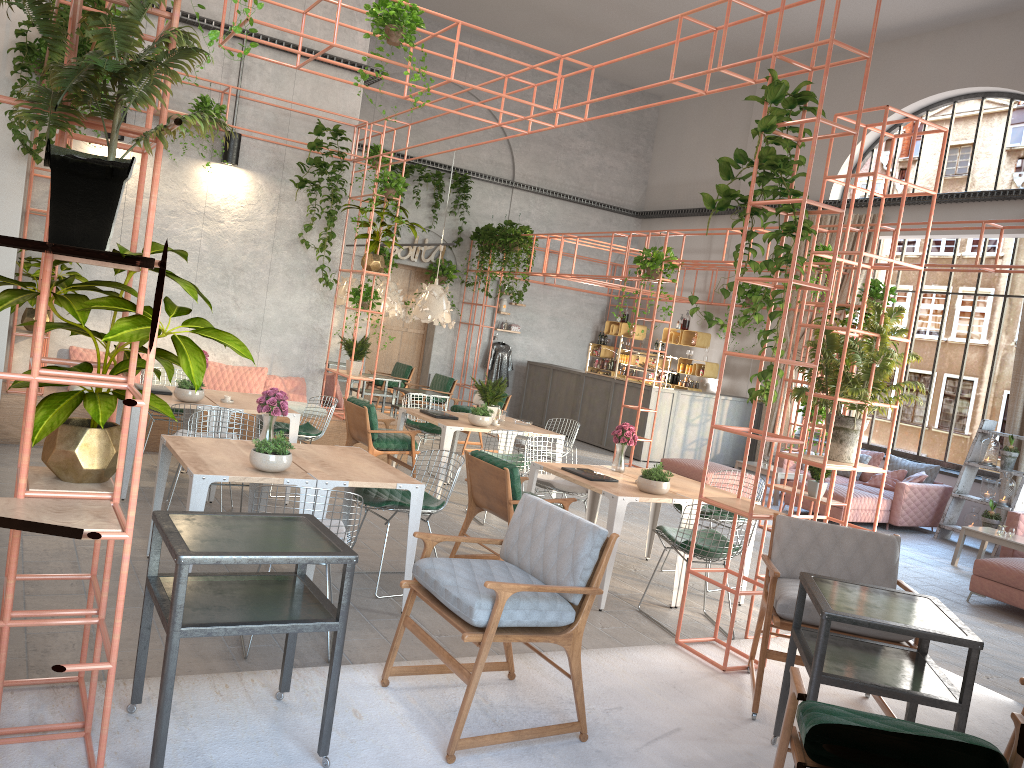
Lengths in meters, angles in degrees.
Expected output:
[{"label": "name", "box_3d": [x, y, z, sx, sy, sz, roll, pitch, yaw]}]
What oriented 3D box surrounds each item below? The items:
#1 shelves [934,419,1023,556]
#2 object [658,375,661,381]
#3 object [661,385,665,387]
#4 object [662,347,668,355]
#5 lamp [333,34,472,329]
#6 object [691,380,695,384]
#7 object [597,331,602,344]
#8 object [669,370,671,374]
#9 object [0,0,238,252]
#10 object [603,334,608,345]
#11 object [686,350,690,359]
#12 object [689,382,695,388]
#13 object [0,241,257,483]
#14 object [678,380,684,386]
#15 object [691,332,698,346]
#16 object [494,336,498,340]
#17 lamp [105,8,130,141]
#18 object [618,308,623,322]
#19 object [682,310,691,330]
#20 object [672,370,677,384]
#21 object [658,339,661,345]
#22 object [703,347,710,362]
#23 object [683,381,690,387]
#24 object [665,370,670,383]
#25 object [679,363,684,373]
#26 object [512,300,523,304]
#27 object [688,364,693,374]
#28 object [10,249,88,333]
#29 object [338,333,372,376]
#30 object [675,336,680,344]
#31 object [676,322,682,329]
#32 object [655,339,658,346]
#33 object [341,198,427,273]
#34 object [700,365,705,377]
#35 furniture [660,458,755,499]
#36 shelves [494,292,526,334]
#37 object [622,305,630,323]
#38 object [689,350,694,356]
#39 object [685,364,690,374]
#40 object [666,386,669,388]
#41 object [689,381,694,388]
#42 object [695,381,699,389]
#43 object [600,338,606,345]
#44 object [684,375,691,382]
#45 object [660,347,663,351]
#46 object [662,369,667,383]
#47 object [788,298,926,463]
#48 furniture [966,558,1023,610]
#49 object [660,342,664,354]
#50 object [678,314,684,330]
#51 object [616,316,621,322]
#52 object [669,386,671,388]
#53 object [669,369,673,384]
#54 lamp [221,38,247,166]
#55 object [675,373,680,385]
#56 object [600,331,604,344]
[{"label": "shelves", "box_3d": [6.157, 1.299, 11.316, 0.856, 1.618, 0.842, 6, 4, -30]}, {"label": "object", "box_3d": [2.874, -0.151, 17.103, 0.073, 0.219, 0.105, 7, 4, -24]}, {"label": "object", "box_3d": [2.885, 0.140, 17.041, 0.094, 0.219, 0.094, 9, 4, 3]}, {"label": "object", "box_3d": [2.984, -0.643, 17.314, 0.115, 0.147, 0.115, 7, 4, -21]}, {"label": "lamp", "box_3d": [-1.719, -3.026, 13.779, 0.704, 4.052, 4.456, 6, 4, -30]}, {"label": "object", "box_3d": [3.382, 0.002, 16.621, 0.073, 0.131, 0.073, 11, 4, 31]}, {"label": "object", "box_3d": [1.879, -0.993, 18.984, 0.066, 0.291, 0.066, 11, 4, 30]}, {"label": "object", "box_3d": [2.997, -0.144, 17.046, 0.072, 0.248, 0.094, 6, 4, -30]}, {"label": "object", "box_3d": [-1.283, -0.973, 2.756, 0.894, 1.101, 0.900, 10, 4, 24]}, {"label": "object", "box_3d": [2.016, -0.978, 19.062, 0.066, 0.291, 0.066, 9, 4, 10]}, {"label": "object", "box_3d": [3.281, -0.553, 16.526, 0.083, 0.159, 0.083, 10, 4, 15]}, {"label": "object", "box_3d": [3.342, 0.014, 16.532, 0.115, 0.107, 0.115, 7, 4, -24]}, {"label": "object", "box_3d": [-1.473, -0.087, 3.256, 0.934, 0.923, 0.903, 10, 4, 26]}, {"label": "object", "box_3d": [3.172, -0.015, 16.582, 0.115, 0.107, 0.115, 6, 4, -33]}, {"label": "object", "box_3d": [3.417, -0.826, 16.506, 0.137, 0.261, 0.137, 9, 4, 6]}, {"label": "object", "box_3d": [-0.330, -0.945, 18.059, 0.093, 0.121, 0.049, 7, 4, -28]}, {"label": "lamp", "box_3d": [-4.150, -3.330, 9.457, 0.179, 1.425, 0.185, 6, 4, -30]}, {"label": "object", "box_3d": [2.309, -1.443, 18.679, 0.134, 0.301, 0.134, 5, 5, -41]}, {"label": "object", "box_3d": [3.316, -1.212, 16.837, 0.134, 0.386, 0.134, 5, 5, -41]}, {"label": "object", "box_3d": [3.102, -0.136, 16.902, 0.065, 0.280, 0.065, 9, 4, 13]}, {"label": "object", "box_3d": [2.883, -0.735, 17.368, 0.066, 0.291, 0.066, 7, 4, -24]}, {"label": "object", "box_3d": [3.569, -0.550, 16.280, 0.075, 0.273, 0.075, 5, 5, -41]}, {"label": "object", "box_3d": [3.235, 0.002, 16.470, 0.115, 0.107, 0.115, 10, 4, 26]}, {"label": "object", "box_3d": [2.980, -0.138, 16.922, 0.082, 0.246, 0.082, 9, 4, 2]}, {"label": "object", "box_3d": [3.179, -0.302, 16.589, 0.069, 0.191, 0.069, 7, 4, -18]}, {"label": "object", "box_3d": [0.112, -1.698, 18.144, 0.263, 0.101, 0.013, 6, 4, -30]}, {"label": "object", "box_3d": [3.303, -0.269, 16.370, 0.069, 0.191, 0.069, 8, 4, -13]}, {"label": "object", "box_3d": [-4.730, -0.979, 8.909, 0.934, 0.919, 0.903, 11, 4, 31]}, {"label": "object", "box_3d": [-1.890, -0.367, 10.674, 0.438, 0.527, 0.368, 6, 4, -30]}, {"label": "object", "box_3d": [3.169, -0.823, 16.806, 0.123, 0.142, 0.141, 6, 4, -30]}, {"label": "object", "box_3d": [3.159, -1.100, 16.801, 0.088, 0.123, 0.088, 10, 4, 26]}, {"label": "object", "box_3d": [2.817, -0.742, 17.328, 0.066, 0.291, 0.066, 11, 4, 30]}, {"label": "object", "box_3d": [-1.542, -1.794, 10.559, 0.934, 0.947, 0.903, 10, 4, 21]}, {"label": "object", "box_3d": [3.492, -0.233, 16.125, 0.131, 0.207, 0.131, 10, 4, 15]}, {"label": "furniture", "box_3d": [2.639, 1.302, 12.028, 0.941, 0.446, 0.976, 6, 4, -30]}, {"label": "shelves", "box_3d": [-0.031, -1.450, 18.077, 0.560, 0.790, 0.186, 6, 4, -30]}, {"label": "object", "box_3d": [2.378, -1.463, 18.493, 0.134, 0.386, 0.134, 9, 4, 4]}, {"label": "object", "box_3d": [3.325, -0.541, 16.448, 0.083, 0.159, 0.083, 10, 4, 15]}, {"label": "object", "box_3d": [3.259, -0.281, 16.448, 0.069, 0.191, 0.069, 9, 4, 5]}, {"label": "object", "box_3d": [2.963, 0.149, 17.086, 0.094, 0.219, 0.094, 6, 4, -31]}, {"label": "object", "box_3d": [3.326, 0.006, 16.430, 0.073, 0.131, 0.073, 6, 5, -37]}, {"label": "object", "box_3d": [3.446, 0.019, 16.507, 0.073, 0.131, 0.073, 6, 5, -37]}, {"label": "object", "box_3d": [1.933, -0.907, 18.904, 0.115, 0.147, 0.115, 10, 4, 15]}, {"label": "object", "box_3d": [3.276, -0.103, 16.550, 0.115, 0.107, 0.115, 10, 4, 26]}, {"label": "object", "box_3d": [2.871, -0.656, 17.248, 0.115, 0.147, 0.115, 7, 4, -21]}, {"label": "object", "box_3d": [2.934, -0.151, 17.011, 0.072, 0.248, 0.094, 6, 4, -30]}, {"label": "object", "box_3d": [2.308, -0.019, 5.992, 0.894, 1.100, 0.900, 9, 4, -1]}, {"label": "furniture", "box_3d": [4.887, 1.903, 8.061, 0.941, 0.446, 0.976, 6, 4, -30]}, {"label": "object", "box_3d": [2.954, -0.726, 17.406, 0.066, 0.291, 0.066, 9, 4, 10]}, {"label": "object", "box_3d": [3.247, -1.192, 17.023, 0.134, 0.301, 0.134, 5, 5, -41]}, {"label": "object", "box_3d": [2.221, -1.351, 18.457, 0.088, 0.123, 0.088, 10, 4, 26]}, {"label": "object", "box_3d": [3.007, 0.067, 16.863, 0.058, 0.059, 0.058, 5, 5, -45]}, {"label": "object", "box_3d": [3.028, -0.149, 16.852, 0.066, 0.291, 0.066, 12, 5, 44]}, {"label": "lamp", "box_3d": [-3.112, -3.213, 10.063, 0.179, 1.425, 0.185, 6, 4, -30]}, {"label": "object", "box_3d": [3.171, -0.131, 16.946, 0.074, 0.287, 0.072, 9, 4, 2]}, {"label": "object", "box_3d": [1.945, -0.986, 19.024, 0.066, 0.291, 0.066, 7, 4, -24]}]
